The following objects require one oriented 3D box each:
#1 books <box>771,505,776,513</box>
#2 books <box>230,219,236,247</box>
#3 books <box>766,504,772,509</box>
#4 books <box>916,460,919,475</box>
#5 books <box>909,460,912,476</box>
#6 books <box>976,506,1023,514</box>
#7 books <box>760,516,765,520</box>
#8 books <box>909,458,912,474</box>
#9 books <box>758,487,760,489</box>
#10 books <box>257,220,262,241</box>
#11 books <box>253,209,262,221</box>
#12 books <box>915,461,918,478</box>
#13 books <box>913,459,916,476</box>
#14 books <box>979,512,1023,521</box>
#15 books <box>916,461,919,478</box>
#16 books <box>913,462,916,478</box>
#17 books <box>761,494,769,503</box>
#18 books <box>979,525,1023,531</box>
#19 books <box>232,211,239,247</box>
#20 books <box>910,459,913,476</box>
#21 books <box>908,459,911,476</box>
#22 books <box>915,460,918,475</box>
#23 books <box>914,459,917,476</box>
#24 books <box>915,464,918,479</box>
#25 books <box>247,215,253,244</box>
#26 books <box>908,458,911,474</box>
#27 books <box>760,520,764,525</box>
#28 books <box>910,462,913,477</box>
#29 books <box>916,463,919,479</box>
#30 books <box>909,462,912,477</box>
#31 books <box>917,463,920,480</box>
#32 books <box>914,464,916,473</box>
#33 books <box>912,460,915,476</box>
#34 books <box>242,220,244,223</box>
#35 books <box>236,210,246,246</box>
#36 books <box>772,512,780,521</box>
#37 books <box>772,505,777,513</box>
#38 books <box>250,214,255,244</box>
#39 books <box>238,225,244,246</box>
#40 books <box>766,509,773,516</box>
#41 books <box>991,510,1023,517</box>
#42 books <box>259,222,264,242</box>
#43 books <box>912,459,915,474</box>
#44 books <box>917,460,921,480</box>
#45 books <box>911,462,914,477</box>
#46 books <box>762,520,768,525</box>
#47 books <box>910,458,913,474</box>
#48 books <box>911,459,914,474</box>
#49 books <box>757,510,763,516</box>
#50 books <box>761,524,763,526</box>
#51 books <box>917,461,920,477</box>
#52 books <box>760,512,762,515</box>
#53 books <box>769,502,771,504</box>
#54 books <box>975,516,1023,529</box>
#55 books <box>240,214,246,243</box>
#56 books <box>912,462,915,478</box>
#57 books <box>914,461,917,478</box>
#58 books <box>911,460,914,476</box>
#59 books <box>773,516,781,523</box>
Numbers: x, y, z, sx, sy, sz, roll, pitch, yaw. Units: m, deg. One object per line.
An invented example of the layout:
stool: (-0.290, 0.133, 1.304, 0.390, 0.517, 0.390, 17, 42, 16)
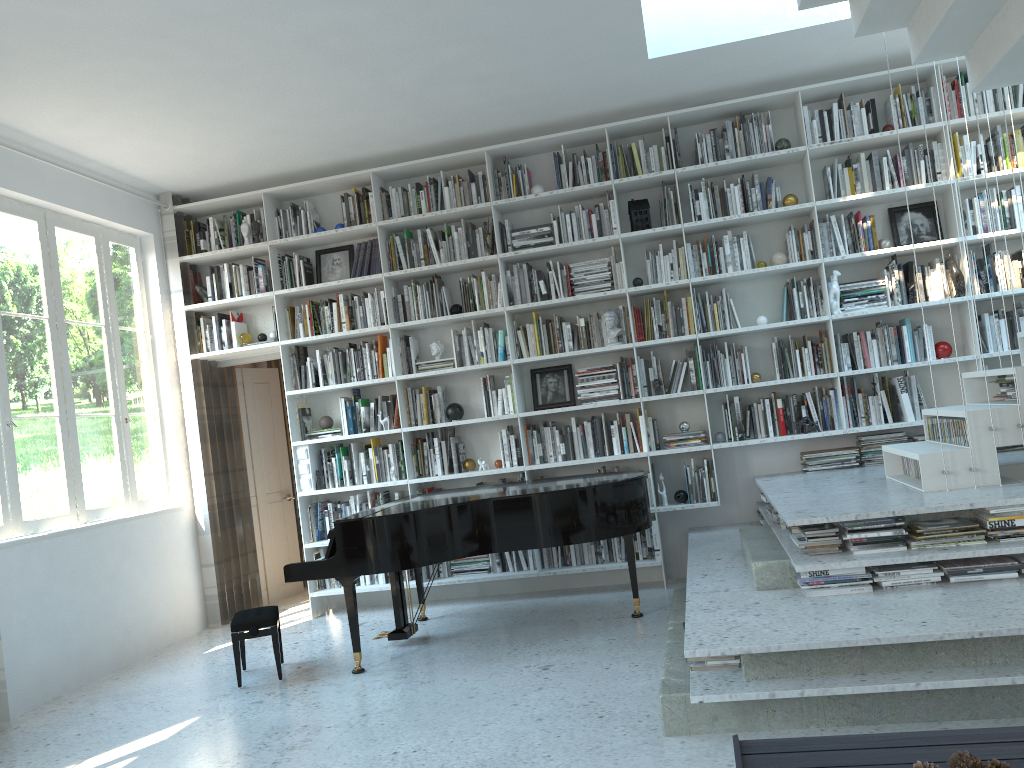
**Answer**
books: (1.631, 0.737, 5.278, 0.164, 0.023, 0.242, -8, -3, 15)
books: (-2.078, -1.114, 6.727, 0.030, 0.257, 0.130, -8, -2, 11)
books: (1.697, 0.769, 5.575, 0.173, 0.017, 0.233, -8, -3, 10)
books: (2.167, 0.426, 4.592, 0.125, 0.125, 0.007, -8, -2, 11)
books: (2.199, 0.429, 4.751, 0.125, 0.125, 0.008, -8, -2, 11)
books: (2.120, 0.511, 3.726, 0.285, 0.013, 0.181, -7, -3, 6)
books: (1.742, 0.877, 5.897, 0.170, 0.012, 0.215, -8, -3, 11)
books: (2.198, 0.428, 4.744, 0.125, 0.125, 0.007, -8, -2, 11)
books: (1.737, 0.689, 5.864, 0.171, 0.015, 0.253, -7, -3, 6)
books: (-1.868, -1.117, 6.677, 0.023, 0.205, 0.146, -8, -2, 11)
books: (-1.891, -1.157, 6.686, 0.013, 0.292, 0.154, -8, -2, 11)
books: (2.173, 0.426, 4.621, 0.125, 0.125, 0.008, -8, -2, 11)
books: (2.180, 0.427, 4.659, 0.125, 0.125, 0.008, -8, -2, 11)
books: (2.125, 0.548, 3.728, 0.261, 0.012, 0.179, -8, -3, 15)
books: (2.168, 0.426, 4.599, 0.125, 0.125, 0.008, -8, -2, 11)
books: (2.182, 0.427, 4.666, 0.125, 0.125, 0.008, -8, -2, 11)
books: (1.677, 0.710, 5.579, 0.189, 0.030, 0.237, -8, -3, 8)
books: (2.134, 0.591, 3.743, 0.268, 0.014, 0.160, -8, -3, 10)
books: (-2.062, -1.141, 6.709, 0.014, 0.304, 0.145, -8, -2, 11)
books: (2.194, 0.428, 4.728, 0.125, 0.125, 0.009, -8, -2, 11)
books: (2.204, 0.429, 4.773, 0.125, 0.125, 0.007, -8, -2, 11)
books: (2.171, 0.426, 4.614, 0.125, 0.125, 0.009, -8, -2, 11)
books: (2.176, 0.426, 4.636, 0.125, 0.125, 0.008, -8, -2, 11)
books: (2.174, 0.426, 4.628, 0.125, 0.125, 0.007, -8, -2, 11)
books: (-1.933, -1.133, 6.685, 0.021, 0.253, 0.179, -8, -2, 11)
books: (2.202, 0.429, 4.765, 0.125, 0.125, 0.007, -8, -2, 11)
books: (1.670, 0.870, 5.594, 0.180, 0.017, 0.182, -8, -3, 8)
books: (2.196, 0.428, 4.736, 0.125, 0.125, 0.008, -8, -2, 11)
books: (2.169, 0.426, 4.606, 0.125, 0.125, 0.007, -8, -2, 11)
books: (2.201, 0.429, 4.758, 0.125, 0.125, 0.008, -8, -2, 11)
books: (2.165, 0.425, 4.584, 0.125, 0.125, 0.007, -8, -2, 11)
books: (2.179, 0.427, 4.651, 0.125, 0.125, 0.008, -8, -2, 11)
books: (2.185, 0.427, 4.682, 0.125, 0.125, 0.007, -8, -2, 11)
books: (-1.976, -1.113, 6.697, 0.021, 0.226, 0.156, -8, -2, 11)
books: (-2.040, -1.149, 6.716, 0.029, 0.314, 0.129, -8, -2, 11)
books: (1.571, 0.739, 4.997, 0.178, 0.014, 0.247, -8, -3, 9)
books: (1.566, 0.690, 4.998, 0.179, 0.017, 0.293, -8, -3, 12)
books: (-1.911, -1.139, 6.677, 0.027, 0.259, 0.147, -8, -2, 11)
books: (-2.009, -1.089, 6.698, 0.024, 0.187, 0.159, -8, -2, 11)
books: (1.624, 0.755, 5.279, 0.190, 0.012, 0.235, -8, -3, 9)
books: (2.125, 0.530, 3.736, 0.192, 0.024, 0.167, -8, -3, 16)
books: (-1.843, -1.110, 6.668, 0.028, 0.184, 0.167, -8, -2, 11)
books: (2.183, 0.427, 4.675, 0.125, 0.125, 0.008, -8, -2, 11)
books: (2.162, 0.425, 4.569, 0.125, 0.125, 0.010, -8, -2, 11)
books: (2.191, 0.428, 4.713, 0.125, 0.125, 0.007, -8, -2, 11)
books: (1.601, 0.827, 5.292, 0.181, 0.017, 0.250, -8, -3, 8)
books: (2.193, 0.428, 4.720, 0.125, 0.125, 0.007, -8, -2, 11)
books: (2.188, 0.428, 4.697, 0.125, 0.125, 0.008, -8, -2, 11)
books: (1.729, 0.852, 5.900, 0.184, 0.006, 0.262, -8, -3, 12)
books: (1.668, 0.897, 5.594, 0.187, 0.009, 0.261, -8, -3, 14)
books: (2.163, 0.425, 4.577, 0.125, 0.125, 0.007, -8, -2, 11)
books: (1.736, 0.843, 5.899, 0.160, 0.009, 0.210, -8, -3, 15)
books: (1.693, 0.727, 5.576, 0.163, 0.008, 0.295, -8, -3, 9)
books: (2.130, 0.569, 3.735, 0.284, 0.030, 0.177, -8, -3, 12)
books: (-1.995, -1.135, 6.702, 0.013, 0.275, 0.158, -8, -2, 11)
books: (2.187, 0.427, 4.690, 0.125, 0.125, 0.008, -8, -2, 11)
books: (2.177, 0.426, 4.644, 0.125, 0.125, 0.009, -8, -2, 11)
books: (2.190, 0.428, 4.705, 0.125, 0.125, 0.008, -8, -2, 11)
books: (1.566, 0.753, 4.997, 0.182, 0.011, 0.253, -8, -3, 15)
